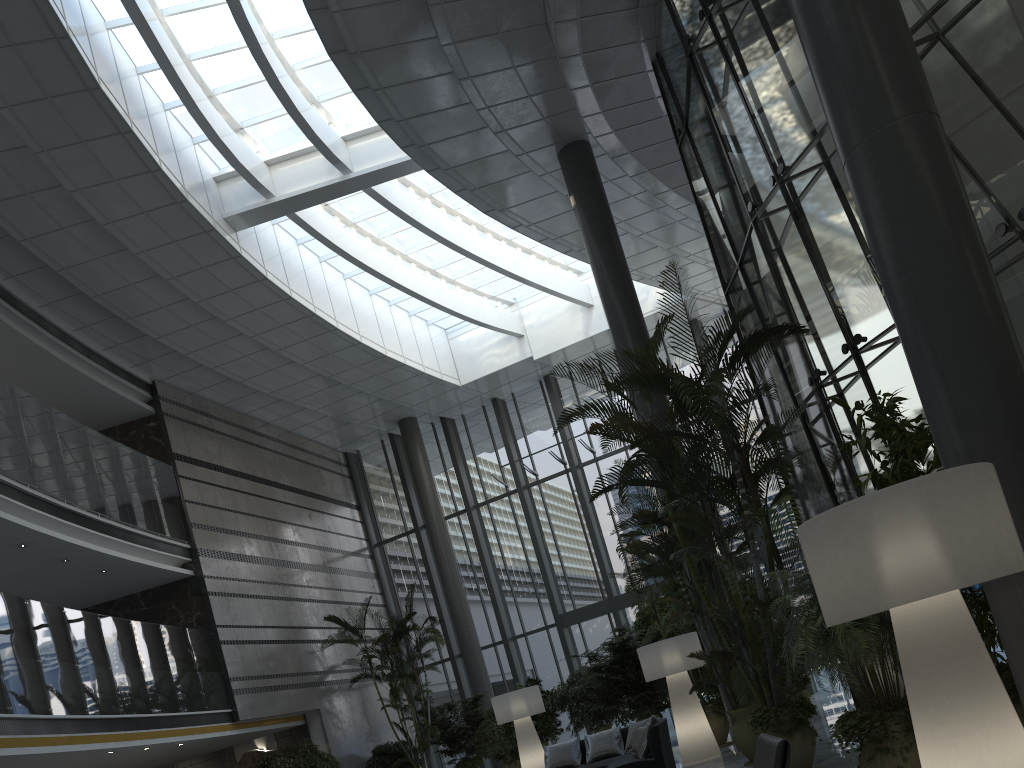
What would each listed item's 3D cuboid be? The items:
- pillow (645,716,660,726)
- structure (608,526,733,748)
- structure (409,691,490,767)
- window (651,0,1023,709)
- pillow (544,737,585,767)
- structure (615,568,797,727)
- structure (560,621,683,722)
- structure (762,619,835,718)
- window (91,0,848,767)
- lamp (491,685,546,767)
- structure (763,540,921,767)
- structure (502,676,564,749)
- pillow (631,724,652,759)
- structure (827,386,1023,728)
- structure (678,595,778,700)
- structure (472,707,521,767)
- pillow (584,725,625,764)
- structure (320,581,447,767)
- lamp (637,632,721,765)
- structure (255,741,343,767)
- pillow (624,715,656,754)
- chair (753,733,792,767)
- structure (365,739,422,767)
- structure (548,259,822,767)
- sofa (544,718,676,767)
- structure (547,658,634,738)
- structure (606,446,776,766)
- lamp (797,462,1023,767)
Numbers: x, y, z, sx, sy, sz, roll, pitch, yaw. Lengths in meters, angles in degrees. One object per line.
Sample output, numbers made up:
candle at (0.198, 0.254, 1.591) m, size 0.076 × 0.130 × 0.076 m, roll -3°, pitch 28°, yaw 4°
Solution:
pillow at (1.636, 4.201, 10.222) m, size 0.361 × 0.431 × 0.669 m, roll -16°, pitch -16°, yaw -1°
structure at (2.420, 3.724, 12.625) m, size 1.414 × 3.332 × 1.264 m, roll -17°, pitch -7°, yaw 3°
structure at (-1.119, 7.670, 18.532) m, size 1.865 × 2.203 × 1.953 m, roll -17°, pitch -12°, yaw 2°
window at (5.649, -0.004, 11.498) m, size 4.287 × 7.614 × 16.018 m, roll -19°, pitch -18°, yaw 17°
pillow at (0.674, 4.985, 11.473) m, size 0.619 × 0.386 × 0.307 m, roll -21°, pitch -12°, yaw 17°
structure at (3.498, 4.900, 15.753) m, size 3.889 × 2.837 × 3.246 m, roll -25°, pitch -17°, yaw 29°
structure at (2.061, 5.165, 14.544) m, size 2.234 × 2.233 × 2.461 m, roll -17°, pitch -14°, yaw 4°
structure at (4.305, 4.432, 13.371) m, size 1.431 × 1.543 × 1.683 m, roll -13°, pitch -14°, yaw -15°
window at (-1.532, 1.531, 12.855) m, size 14.036 × 9.588 × 19.084 m, roll -25°, pitch -20°, yaw 29°
lamp at (0.264, 5.966, 14.393) m, size 0.864 × 1.608 × 0.848 m, roll -22°, pitch -11°, yaw 35°
structure at (2.159, 1.690, 5.074) m, size 0.978 × 1.703 × 0.958 m, roll -16°, pitch -9°, yaw 0°
structure at (0.438, 6.683, 16.721) m, size 1.383 × 1.892 × 1.297 m, roll -5°, pitch -15°, yaw -46°
pillow at (1.507, 4.119, 9.860) m, size 0.273 × 0.352 × 0.602 m, roll -14°, pitch -17°, yaw -9°
structure at (2.788, 1.193, 5.507) m, size 1.132 × 2.614 × 1.097 m, roll -15°, pitch -8°, yaw -9°
structure at (3.282, 4.300, 12.965) m, size 1.570 × 2.044 × 1.648 m, roll -10°, pitch -13°, yaw -30°
structure at (-0.058, 7.284, 17.419) m, size 1.431 × 1.543 × 1.683 m, roll -13°, pitch -14°, yaw -15°
pillow at (1.221, 4.764, 11.310) m, size 0.622 × 0.386 × 0.306 m, roll -23°, pitch -13°, yaw 21°
structure at (-2.257, 6.483, 17.784) m, size 2.582 × 4.483 × 2.492 m, roll -20°, pitch -10°, yaw 23°
lamp at (2.300, 4.221, 11.456) m, size 0.833 × 1.608 × 0.879 m, roll -13°, pitch -10°, yaw -22°
structure at (-3.902, 7.482, 15.615) m, size 2.033 × 1.895 × 1.711 m, roll -4°, pitch -17°, yaw -41°
pillow at (1.631, 4.480, 10.934) m, size 0.287 × 0.395 × 0.664 m, roll -10°, pitch -17°, yaw -30°
chair at (1.282, 2.417, 4.892) m, size 0.728 × 0.642 × 0.763 m, roll -17°, pitch -14°, yaw 2°
structure at (-2.455, 8.406, 18.430) m, size 1.393 × 1.485 × 1.191 m, roll -9°, pitch -14°, yaw -30°
structure at (1.918, 1.396, 7.935) m, size 2.435 × 4.481 × 2.644 m, roll -16°, pitch -9°, yaw -1°
sofa at (1.095, 4.714, 10.556) m, size 1.941 × 0.671 × 2.103 m, roll -20°, pitch -20°, yaw 11°
structure at (1.676, 6.221, 16.360) m, size 1.643 × 1.814 × 2.118 m, roll -6°, pitch -17°, yaw -39°
structure at (2.194, 2.493, 9.689) m, size 1.650 × 3.588 × 2.132 m, roll -16°, pitch -9°, yaw 2°
lamp at (1.890, 1.276, 3.698) m, size 0.833 × 1.608 × 0.879 m, roll -13°, pitch -10°, yaw -22°
